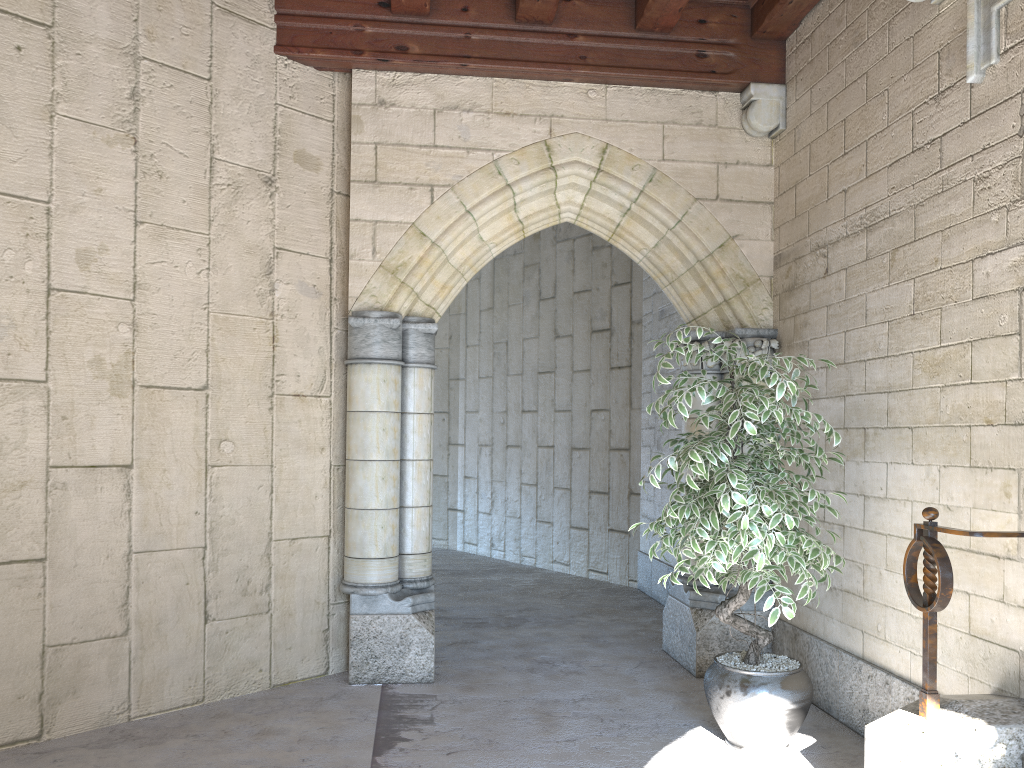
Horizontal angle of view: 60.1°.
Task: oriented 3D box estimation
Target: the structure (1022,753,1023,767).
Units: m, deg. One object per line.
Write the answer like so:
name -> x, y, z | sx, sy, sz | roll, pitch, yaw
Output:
structure -> 2.199, 0.913, 1.927 | 2.573, 0.809, 1.463 | 1, -3, -7

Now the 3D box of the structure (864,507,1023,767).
structure -> 1.562, 0.715, 2.556 | 0.888, 1.260, 0.477 | 1, -1, -7

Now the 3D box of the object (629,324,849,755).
object -> 0.864, 0.578, 3.370 | 0.787, 1.616, 0.752 | 0, -1, 24
